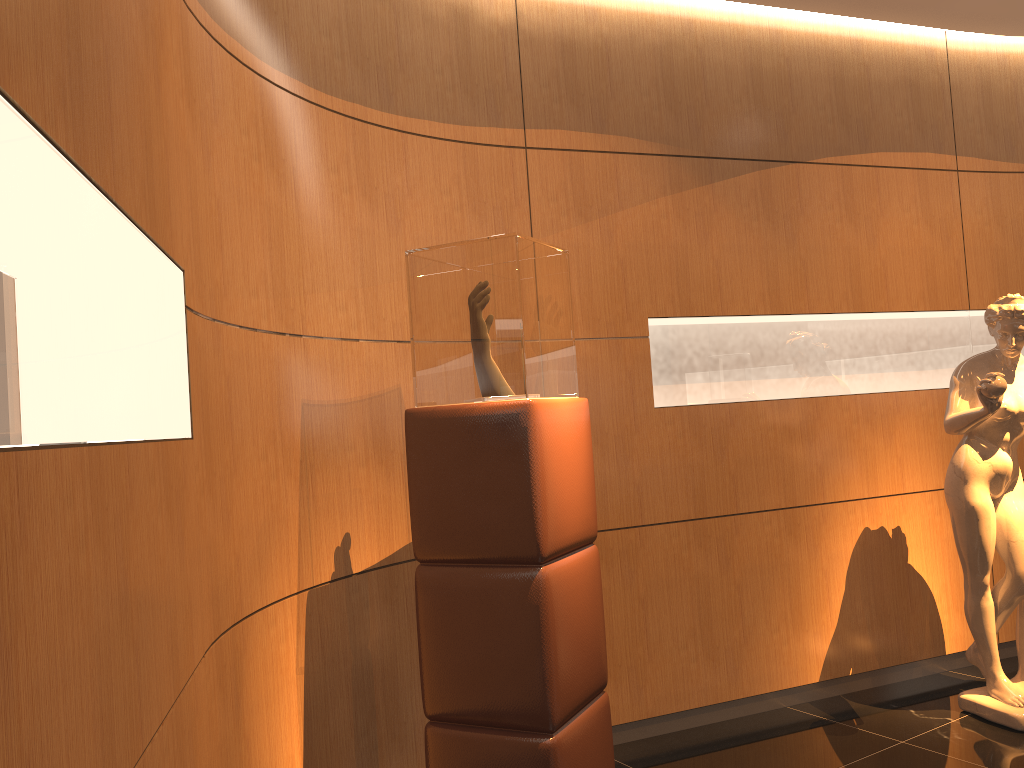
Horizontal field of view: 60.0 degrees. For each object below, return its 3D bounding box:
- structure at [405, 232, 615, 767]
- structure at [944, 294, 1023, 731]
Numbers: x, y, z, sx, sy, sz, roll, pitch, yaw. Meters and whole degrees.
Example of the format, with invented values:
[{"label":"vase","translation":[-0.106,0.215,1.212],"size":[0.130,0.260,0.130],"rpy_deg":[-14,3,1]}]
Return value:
[{"label":"structure","translation":[-0.011,0.558,2.880],"size":[0.484,2.000,0.498],"rpy_deg":[-5,-2,26]},{"label":"structure","translation":[2.157,0.535,3.921],"size":[0.733,1.836,0.477],"rpy_deg":[-2,-3,-33]}]
